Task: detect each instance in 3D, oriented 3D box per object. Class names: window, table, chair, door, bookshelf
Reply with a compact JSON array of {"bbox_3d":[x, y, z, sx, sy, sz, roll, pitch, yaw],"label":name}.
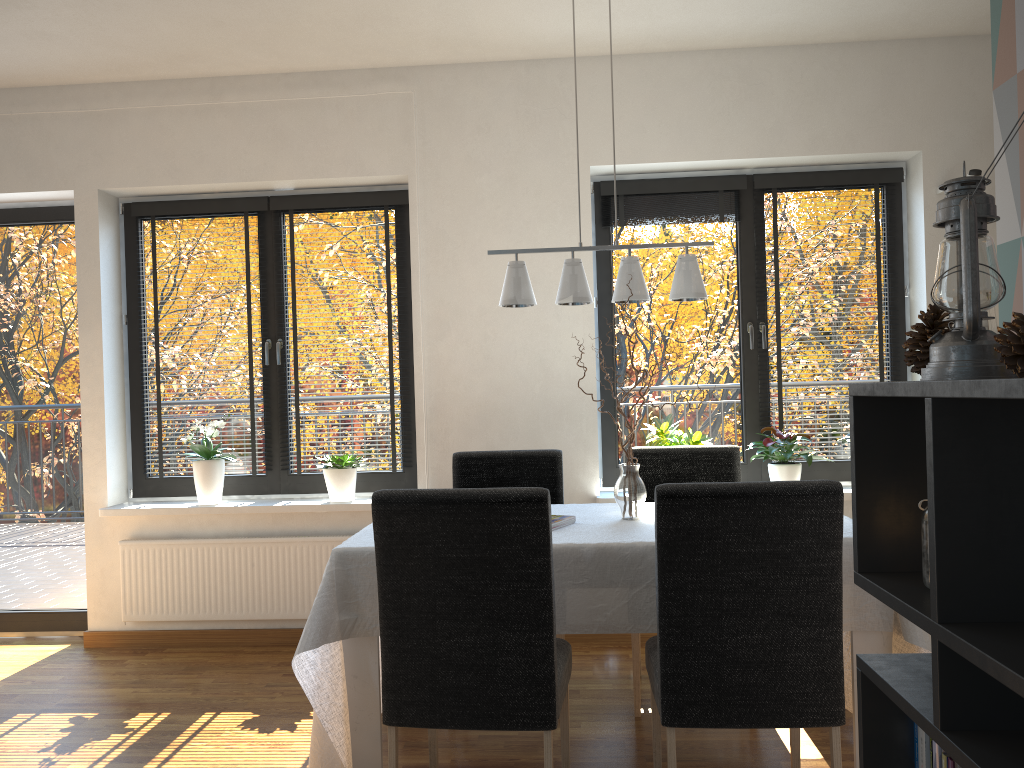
[{"bbox_3d":[0.254,2.060,16.250,12.974,18.372,21.826,-2,0,34],"label":"window"},{"bbox_3d":[0.317,0.839,3.002,1.856,0.763,1.235,-2,0,4],"label":"table"},{"bbox_3d":[-0.020,0.755,3.480,0.461,0.960,0.544,-2,0,4],"label":"chair"},{"bbox_3d":[-0.084,0.747,2.497,0.461,0.960,0.544,-2,0,9],"label":"chair"},{"bbox_3d":[-2.605,0.187,4.644,0.976,2.275,0.119,-2,0,4],"label":"door"},{"bbox_3d":[1.177,-0.273,4.394,1.561,1.588,0.119,-2,0,4],"label":"window"},{"bbox_3d":[0.618,0.726,2.451,0.461,0.960,0.544,-2,0,4],"label":"chair"},{"bbox_3d":[0.593,0.590,0.709,0.237,1.200,1.189,-2,0,4],"label":"bookshelf"},{"bbox_3d":[0.682,0.734,3.434,0.461,0.960,0.544,-2,0,9],"label":"chair"}]

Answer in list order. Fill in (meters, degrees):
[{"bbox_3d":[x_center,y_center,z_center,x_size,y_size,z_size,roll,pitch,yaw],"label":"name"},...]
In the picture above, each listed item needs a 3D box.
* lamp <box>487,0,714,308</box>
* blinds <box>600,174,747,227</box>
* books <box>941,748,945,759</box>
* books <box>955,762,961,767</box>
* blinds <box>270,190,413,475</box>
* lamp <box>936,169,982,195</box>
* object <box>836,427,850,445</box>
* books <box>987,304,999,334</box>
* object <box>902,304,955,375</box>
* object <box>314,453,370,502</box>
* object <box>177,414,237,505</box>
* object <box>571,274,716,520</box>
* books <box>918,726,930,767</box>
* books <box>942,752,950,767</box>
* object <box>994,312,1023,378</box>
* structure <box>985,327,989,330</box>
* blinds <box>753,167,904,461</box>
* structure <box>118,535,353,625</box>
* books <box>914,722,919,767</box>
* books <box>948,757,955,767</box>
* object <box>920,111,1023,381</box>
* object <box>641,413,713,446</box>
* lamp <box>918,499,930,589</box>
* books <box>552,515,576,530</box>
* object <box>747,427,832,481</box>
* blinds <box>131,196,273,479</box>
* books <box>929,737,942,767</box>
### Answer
[{"bbox_3d":[0.282,-0.915,2.987,0.760,1.284,0.131,-2,0,4],"label":"lamp"},{"bbox_3d":[0.796,-0.902,4.377,0.710,0.229,0.049,-2,0,4],"label":"blinds"},{"bbox_3d":[0.638,0.568,1.186,0.115,0.203,0.014,-2,0,4],"label":"books"},{"bbox_3d":[0.637,0.576,1.138,0.121,0.187,0.021,-2,0,4],"label":"books"},{"bbox_3d":[-0.849,-0.254,4.488,0.710,1.422,0.049,-2,0,4],"label":"blinds"},{"bbox_3d":[2.021,-0.738,3.987,0.131,0.395,0.312,-2,0,8],"label":"lamp"},{"bbox_3d":[1.681,0.338,4.192,0.292,0.316,0.354,-2,0,-5],"label":"object"},{"bbox_3d":[2.376,-0.297,4.051,0.364,0.299,0.109,-2,0,4],"label":"books"},{"bbox_3d":[0.568,-0.058,1.193,0.078,0.101,0.086,-2,0,18],"label":"object"},{"bbox_3d":[-0.836,0.455,4.370,0.267,0.237,0.283,-2,0,-14],"label":"object"},{"bbox_3d":[-1.492,0.372,4.358,0.286,0.444,0.340,-2,0,-8],"label":"object"},{"bbox_3d":[0.397,0.065,2.963,0.403,0.785,0.615,-2,0,-22],"label":"object"},{"bbox_3d":[0.638,0.573,1.239,0.126,0.195,0.025,-2,0,4],"label":"books"},{"bbox_3d":[0.632,0.580,1.172,0.116,0.181,0.015,-2,0,4],"label":"books"},{"bbox_3d":[0.515,-0.044,0.864,0.082,0.085,0.082,-2,0,18],"label":"object"},{"bbox_3d":[2.390,-0.207,4.031,0.594,0.129,0.147,-2,0,4],"label":"structure"},{"bbox_3d":[1.558,-0.329,4.331,0.710,1.422,0.049,-2,0,4],"label":"blinds"},{"bbox_3d":[-1.188,0.973,4.304,1.457,0.459,0.078,-2,0,2],"label":"structure"},{"bbox_3d":[0.644,0.566,1.266,0.127,0.209,0.029,-2,0,4],"label":"books"},{"bbox_3d":[0.632,0.579,1.157,0.116,0.181,0.015,-2,0,4],"label":"books"},{"bbox_3d":[0.588,-0.198,1.093,0.163,0.383,0.154,-2,0,20],"label":"object"},{"bbox_3d":[0.799,0.331,4.223,0.333,0.384,0.299,-2,0,19],"label":"object"},{"bbox_3d":[0.589,0.203,1.160,0.098,0.131,0.106,-2,0,16],"label":"lamp"},{"bbox_3d":[0.049,0.457,2.945,0.278,0.022,0.204,-2,-1,30],"label":"books"},{"bbox_3d":[1.281,0.354,4.164,0.380,0.308,0.371,-2,0,-22],"label":"object"},{"bbox_3d":[-1.570,-0.232,4.536,0.710,1.422,0.049,-2,0,4],"label":"blinds"},{"bbox_3d":[0.639,0.570,1.210,0.123,0.200,0.032,-2,0,4],"label":"books"}]
